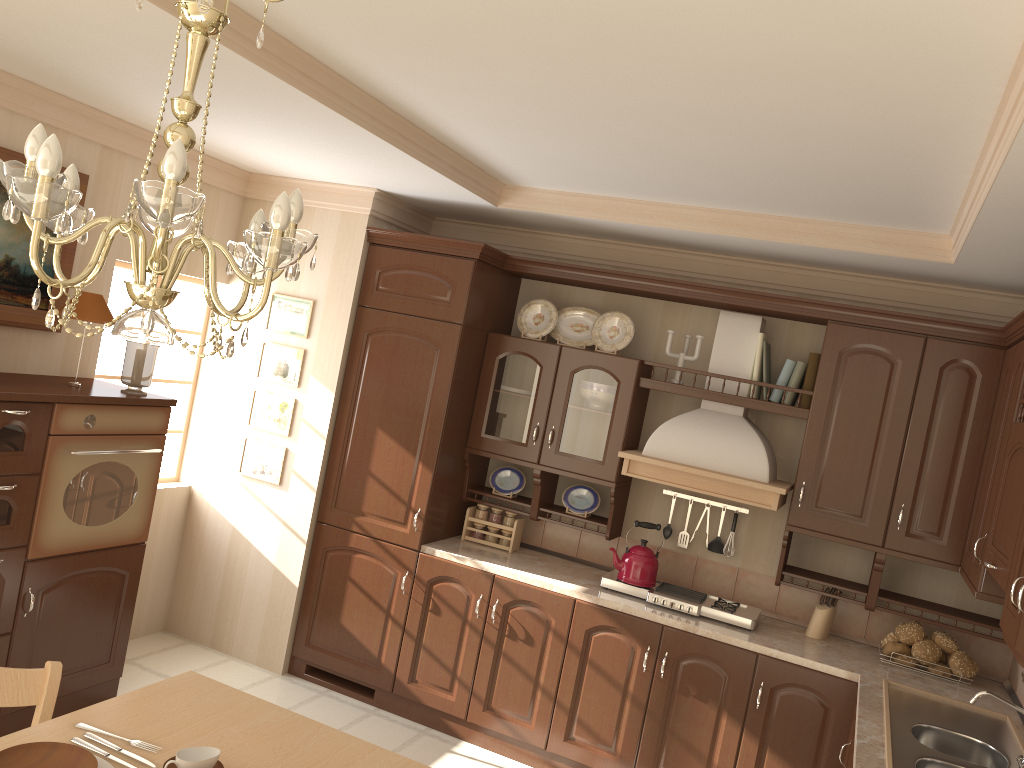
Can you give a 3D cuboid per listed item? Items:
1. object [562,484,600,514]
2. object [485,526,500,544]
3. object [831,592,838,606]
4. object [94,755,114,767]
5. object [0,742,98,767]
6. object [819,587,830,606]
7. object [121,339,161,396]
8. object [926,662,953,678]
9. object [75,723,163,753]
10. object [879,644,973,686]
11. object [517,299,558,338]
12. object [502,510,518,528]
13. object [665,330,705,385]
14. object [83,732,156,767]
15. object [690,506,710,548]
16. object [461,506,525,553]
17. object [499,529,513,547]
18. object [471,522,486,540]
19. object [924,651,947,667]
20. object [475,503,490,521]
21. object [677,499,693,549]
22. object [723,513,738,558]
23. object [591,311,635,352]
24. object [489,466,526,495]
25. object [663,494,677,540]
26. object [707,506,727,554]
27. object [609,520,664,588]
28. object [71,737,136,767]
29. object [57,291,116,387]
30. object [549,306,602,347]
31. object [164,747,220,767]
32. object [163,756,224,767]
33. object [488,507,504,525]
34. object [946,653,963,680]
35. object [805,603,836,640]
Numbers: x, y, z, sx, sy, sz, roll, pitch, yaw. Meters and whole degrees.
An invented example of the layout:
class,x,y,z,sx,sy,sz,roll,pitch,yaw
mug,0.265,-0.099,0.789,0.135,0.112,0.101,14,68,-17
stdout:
class,x,y,z,sx,sy,sz,roll,pitch,yaw
object,0.347,0.580,4.466,0.202,0.143,0.071,12,2,20
object,-0.101,0.778,4.596,0.068,0.088,0.068,12,2,38
object,1.458,1.016,4.046,0.051,0.158,0.016,11,2,-15
object,-0.948,0.803,1.776,0.299,0.009,0.299,12,2,21
object,-0.944,0.785,1.777,0.204,0.042,0.204,12,2,22
object,1.397,1.016,4.022,0.053,0.198,0.027,11,2,6
object,-1.594,-0.069,3.784,0.144,0.220,0.144,11,2,5
object,1.812,1.205,3.751,0.103,0.060,0.105,12,2,17
object,-0.902,0.808,2.028,0.218,0.004,0.028,11,2,12
object,1.765,1.194,3.797,0.364,0.060,0.199,12,2,22
object,0.129,-0.337,4.541,0.220,0.210,0.068,12,2,20
object,-0.008,0.694,4.570,0.068,0.088,0.068,12,2,38
object,0.805,-0.124,4.286,0.163,0.248,0.174,11,2,-15
object,-0.870,0.814,1.971,0.212,0.008,0.018,12,2,22
object,0.931,0.693,4.334,0.089,0.195,0.005,12,2,22
object,-0.097,0.750,4.597,0.276,0.170,0.140,12,2,18
object,-0.028,0.793,4.572,0.068,0.088,0.068,12,2,38
object,-0.174,0.763,4.620,0.068,0.088,0.068,12,2,38
object,1.810,1.179,3.811,0.114,0.094,0.098,11,2,3
object,-0.154,0.664,4.617,0.068,0.088,0.068,12,2,38
object,0.860,0.686,4.364,0.051,0.245,0.003,12,2,22
object,1.061,0.730,4.278,0.049,0.219,0.049,11,2,0
object,0.497,-0.261,4.387,0.220,0.210,0.068,12,2,20
object,-0.024,0.503,4.624,0.202,0.143,0.071,12,2,20
object,0.786,0.658,4.393,0.048,0.231,0.015,12,2,24
object,1.014,0.708,4.313,0.088,0.236,0.028,12,2,22
object,0.590,0.778,4.110,0.227,0.282,0.181,10,2,-44
object,-0.882,0.813,1.935,0.218,0.008,0.022,12,2,25
object,-1.754,-0.181,3.625,0.237,0.388,0.235,12,2,34
object,0.335,-0.293,4.516,0.342,0.209,0.073,12,2,23
object,-0.691,0.824,1.909,0.119,0.055,0.063,10,2,-39
object,-0.689,0.841,1.915,0.127,0.026,0.126,10,2,-41
object,-0.081,0.679,4.593,0.068,0.088,0.068,12,2,38
object,1.890,1.195,3.767,0.091,0.100,0.125,12,2,18
object,1.404,1.070,4.011,0.151,0.148,0.078,10,2,-30
